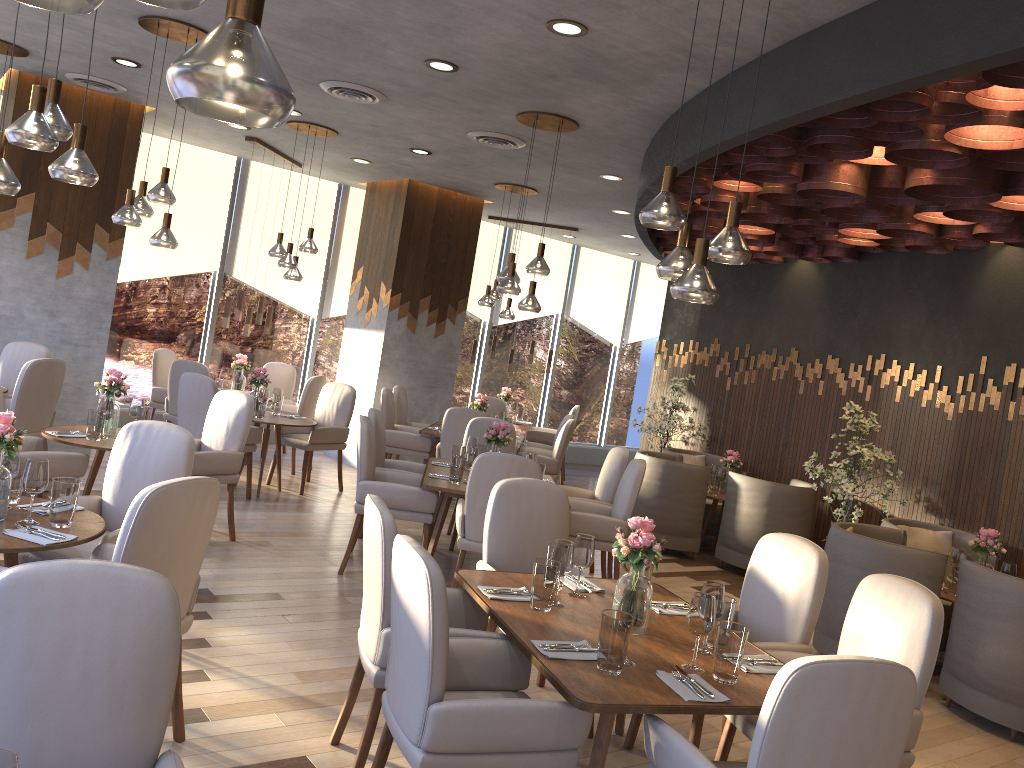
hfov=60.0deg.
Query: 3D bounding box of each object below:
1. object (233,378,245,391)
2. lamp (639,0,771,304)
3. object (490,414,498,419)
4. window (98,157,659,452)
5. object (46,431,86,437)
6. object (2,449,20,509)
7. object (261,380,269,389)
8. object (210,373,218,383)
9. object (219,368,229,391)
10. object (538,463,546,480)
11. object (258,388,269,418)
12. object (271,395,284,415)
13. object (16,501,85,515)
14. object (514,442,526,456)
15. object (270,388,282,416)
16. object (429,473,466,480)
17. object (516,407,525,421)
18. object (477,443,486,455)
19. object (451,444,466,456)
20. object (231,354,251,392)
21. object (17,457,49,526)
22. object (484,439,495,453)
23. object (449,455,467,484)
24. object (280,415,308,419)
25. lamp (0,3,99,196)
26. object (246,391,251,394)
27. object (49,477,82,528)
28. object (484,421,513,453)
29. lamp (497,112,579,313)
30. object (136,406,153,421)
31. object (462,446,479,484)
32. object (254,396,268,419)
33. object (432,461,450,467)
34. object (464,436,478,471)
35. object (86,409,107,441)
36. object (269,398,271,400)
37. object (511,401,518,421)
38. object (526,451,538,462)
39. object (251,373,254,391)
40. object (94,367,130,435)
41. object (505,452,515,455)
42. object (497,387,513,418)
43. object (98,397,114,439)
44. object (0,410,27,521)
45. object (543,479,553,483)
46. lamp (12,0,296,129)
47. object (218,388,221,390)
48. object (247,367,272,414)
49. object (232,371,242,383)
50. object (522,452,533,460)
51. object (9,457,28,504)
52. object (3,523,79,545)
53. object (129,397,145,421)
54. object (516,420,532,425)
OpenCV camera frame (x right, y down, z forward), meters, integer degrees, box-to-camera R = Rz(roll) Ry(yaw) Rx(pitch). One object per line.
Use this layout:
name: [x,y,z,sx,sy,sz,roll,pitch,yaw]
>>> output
object: [-2.760,0.035,8.934,0.102,0.178,0.102,10,1,34]
lamp: [0.729,-0.950,3.211,0.439,1.326,0.439,9,1,2]
object: [-0.191,0.422,8.782,0.092,0.244,0.092,8,1,-41]
window: [-2.421,-0.941,7.155,8.066,3.197,16.121,10,2,8]
object: [-2.637,0.296,5.309,0.158,0.019,0.254,11,3,36]
object: [-1.994,0.366,3.486,0.092,0.244,0.092,8,1,-43]
object: [-2.596,0.047,9.267,0.102,0.178,0.102,8,1,-34]
object: [-3.075,-0.023,9.082,0.102,0.178,0.102,9,1,2]
object: [-2.977,-0.042,9.138,0.092,0.244,0.092,10,1,31]
object: [0.170,0.633,6.063,0.102,0.178,0.102,9,1,14]
object: [-2.137,0.162,7.598,0.092,0.244,0.092,8,1,-43]
object: [-2.111,0.183,7.961,0.102,0.178,0.102,8,2,-45]
object: [-1.875,0.495,3.579,0.158,0.019,0.255,10,3,22]
object: [0.053,0.559,6.566,0.092,0.244,0.092,10,1,40]
object: [-2.091,0.158,7.853,0.092,0.244,0.092,9,1,9]
object: [-0.431,0.622,5.938,0.255,0.019,0.157,9,2,-4]
object: [0.106,0.389,11.443,0.102,0.178,0.102,10,1,38]
object: [-0.243,0.541,6.640,0.102,0.178,0.102,9,1,10]
object: [-0.392,0.529,6.354,0.102,0.178,0.102,9,1,12]
object: [-2.828,-0.107,9.202,0.209,0.415,0.198,9,1,-24]
object: [-1.802,0.404,3.337,0.092,0.244,0.092,9,1,-2]
object: [-0.164,0.524,6.560,0.092,0.244,0.092,10,1,19]
object: [-0.360,0.560,5.782,0.102,0.178,0.102,9,1,12]
object: [-1.963,0.289,7.929,0.158,0.019,0.254,11,3,29]
lamp: [-1.679,-1.344,3.288,0.438,1.326,0.440,8,1,-44]
object: [-2.777,0.091,9.446,0.157,0.019,0.255,10,3,14]
object: [-1.705,0.451,3.372,0.102,0.178,0.102,9,1,14]
object: [-0.115,0.465,6.201,0.210,0.415,0.198,9,1,11]
lamp: [0.142,-1.176,6.183,0.438,1.326,0.440,9,1,-32]
object: [-2.383,0.238,5.716,0.102,0.178,0.102,9,1,-16]
object: [-0.272,0.538,5.853,0.092,0.244,0.092,9,1,-24]
object: [-2.125,0.202,7.491,0.102,0.178,0.102,10,1,34]
object: [-0.463,0.592,6.510,0.255,0.019,0.157,9,2,-4]
object: [-0.304,0.507,6.425,0.092,0.244,0.092,9,1,16]
object: [-2.469,0.244,5.253,0.102,0.178,0.102,9,1,2]
object: [-2.588,0.136,9.103,0.255,0.019,0.157,10,3,10]
object: [0.022,0.345,11.380,0.092,0.244,0.092,10,1,44]
object: [0.131,0.602,6.636,0.102,0.178,0.102,8,1,-36]
object: [-2.687,0.001,9.217,0.092,0.244,0.092,9,1,12]
object: [-2.514,0.104,5.553,0.210,0.415,0.197,10,1,26]
object: [-0.033,0.577,5.839,0.092,0.244,0.092,9,1,-21]
object: [-0.091,0.247,11.222,0.210,0.415,0.197,10,1,31]
object: [-2.464,0.207,5.362,0.092,0.244,0.092,10,1,39]
object: [-1.943,0.295,3.312,0.209,0.415,0.198,8,1,-39]
object: [0.174,0.696,6.480,0.255,0.019,0.157,9,2,-2]
lamp: [-0.401,-1.043,1.163,0.438,1.326,0.440,9,1,-38]
object: [-3.121,0.044,9.246,0.255,0.019,0.157,9,2,6]
object: [-2.227,0.054,7.745,0.210,0.415,0.198,9,1,11]
object: [-2.807,-0.010,9.029,0.092,0.244,0.092,10,1,27]
object: [0.091,0.590,5.994,0.092,0.244,0.092,8,1,-45]
object: [-2.026,0.389,3.592,0.102,0.178,0.102,9,1,-32]
object: [-1.720,0.537,3.207,0.255,0.019,0.157,10,3,18]
object: [-2.380,0.210,5.606,0.092,0.244,0.092,9,1,18]
object: [0.137,0.482,11.283,0.255,0.019,0.157,9,2,2]
